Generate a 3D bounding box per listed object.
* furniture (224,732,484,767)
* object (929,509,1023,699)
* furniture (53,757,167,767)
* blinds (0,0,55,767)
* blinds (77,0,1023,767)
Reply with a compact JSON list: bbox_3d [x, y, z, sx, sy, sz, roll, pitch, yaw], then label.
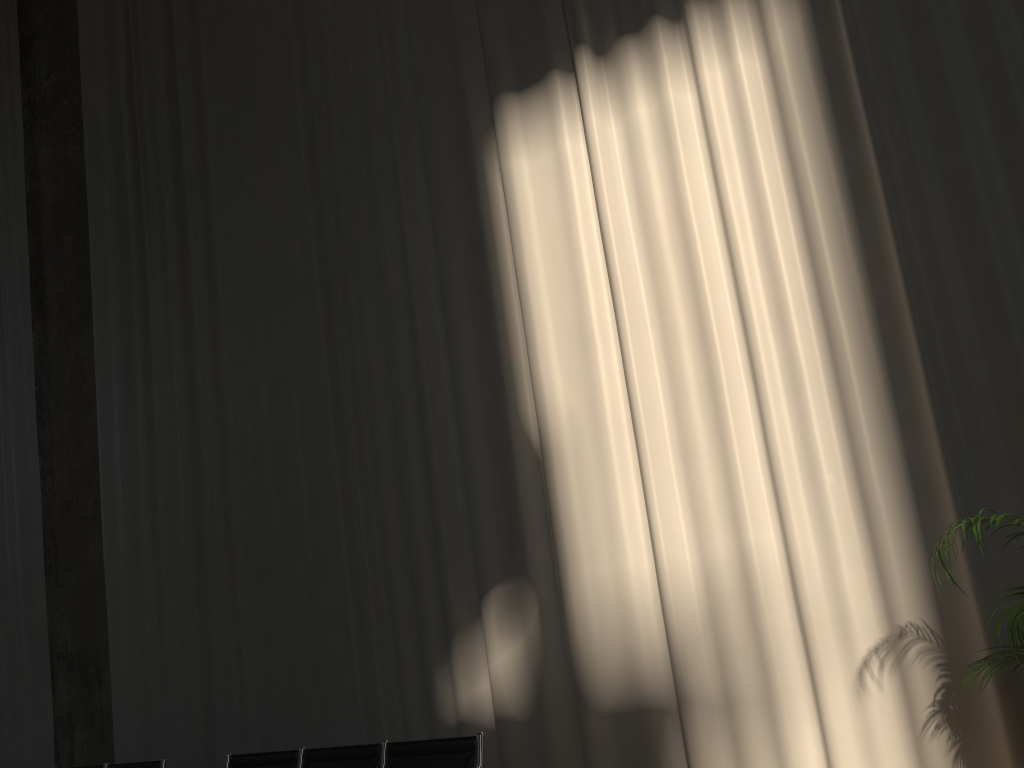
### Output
[{"bbox_3d":[-1.027,2.240,4.299,1.898,0.822,0.717,-17,-16,30],"label":"furniture"},{"bbox_3d":[2.067,1.065,2.834,1.140,1.420,1.110,-13,-13,21],"label":"object"},{"bbox_3d":[-3.019,2.885,5.529,1.898,0.822,0.717,-17,-16,30],"label":"furniture"},{"bbox_3d":[-7.564,0.776,9.910,7.949,8.437,0.277,-16,-13,32],"label":"blinds"},{"bbox_3d":[-0.354,-1.556,5.458,7.949,8.437,0.277,-16,-13,32],"label":"blinds"}]
